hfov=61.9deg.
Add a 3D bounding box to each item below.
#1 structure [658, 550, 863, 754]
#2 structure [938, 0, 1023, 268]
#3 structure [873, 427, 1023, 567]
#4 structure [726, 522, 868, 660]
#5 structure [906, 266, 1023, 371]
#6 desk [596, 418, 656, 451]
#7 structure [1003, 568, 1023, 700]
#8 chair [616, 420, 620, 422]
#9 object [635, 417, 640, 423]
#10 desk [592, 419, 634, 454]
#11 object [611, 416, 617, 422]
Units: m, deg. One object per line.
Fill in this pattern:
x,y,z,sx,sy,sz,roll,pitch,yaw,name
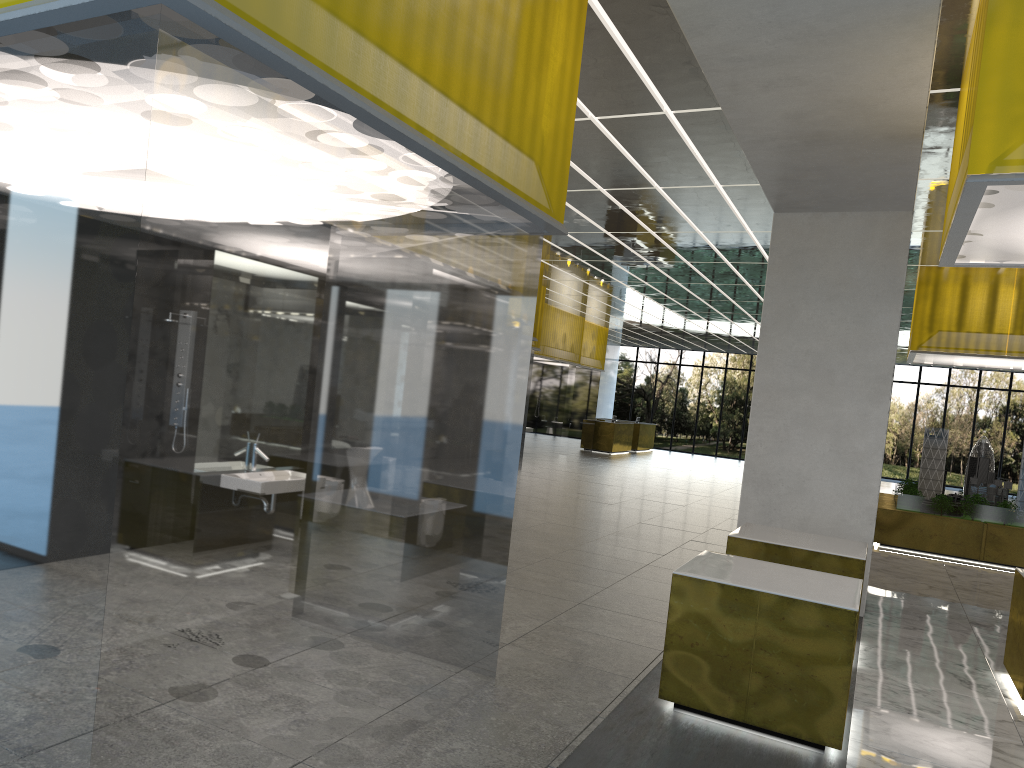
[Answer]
2.140,2.211,7.267,1.429,1.174,1.378,6,0,27,structure
5.136,-2.206,6.025,3.407,2.271,3.097,6,0,27,structure
10.493,2.374,19.258,4.051,2.573,4.917,6,0,26,structure
3.216,2.345,9.735,1.429,1.174,1.378,6,0,27,structure
10.379,-1.554,18.049,3.408,2.271,3.097,6,0,27,structure
5.872,2.767,47.192,3.368,1.509,3.325,6,0,27,desk
5.726,2.594,8.265,1.429,1.174,1.378,6,0,27,structure
6.034,2.777,47.036,1.228,1.495,0.940,7,1,44,chair
6.766,2.133,46.714,0.576,0.668,0.716,7,1,26,object
4.050,2.540,43.013,3.368,1.509,3.325,6,0,27,desk
4.927,1.904,42.498,0.576,0.668,0.716,7,1,26,object
